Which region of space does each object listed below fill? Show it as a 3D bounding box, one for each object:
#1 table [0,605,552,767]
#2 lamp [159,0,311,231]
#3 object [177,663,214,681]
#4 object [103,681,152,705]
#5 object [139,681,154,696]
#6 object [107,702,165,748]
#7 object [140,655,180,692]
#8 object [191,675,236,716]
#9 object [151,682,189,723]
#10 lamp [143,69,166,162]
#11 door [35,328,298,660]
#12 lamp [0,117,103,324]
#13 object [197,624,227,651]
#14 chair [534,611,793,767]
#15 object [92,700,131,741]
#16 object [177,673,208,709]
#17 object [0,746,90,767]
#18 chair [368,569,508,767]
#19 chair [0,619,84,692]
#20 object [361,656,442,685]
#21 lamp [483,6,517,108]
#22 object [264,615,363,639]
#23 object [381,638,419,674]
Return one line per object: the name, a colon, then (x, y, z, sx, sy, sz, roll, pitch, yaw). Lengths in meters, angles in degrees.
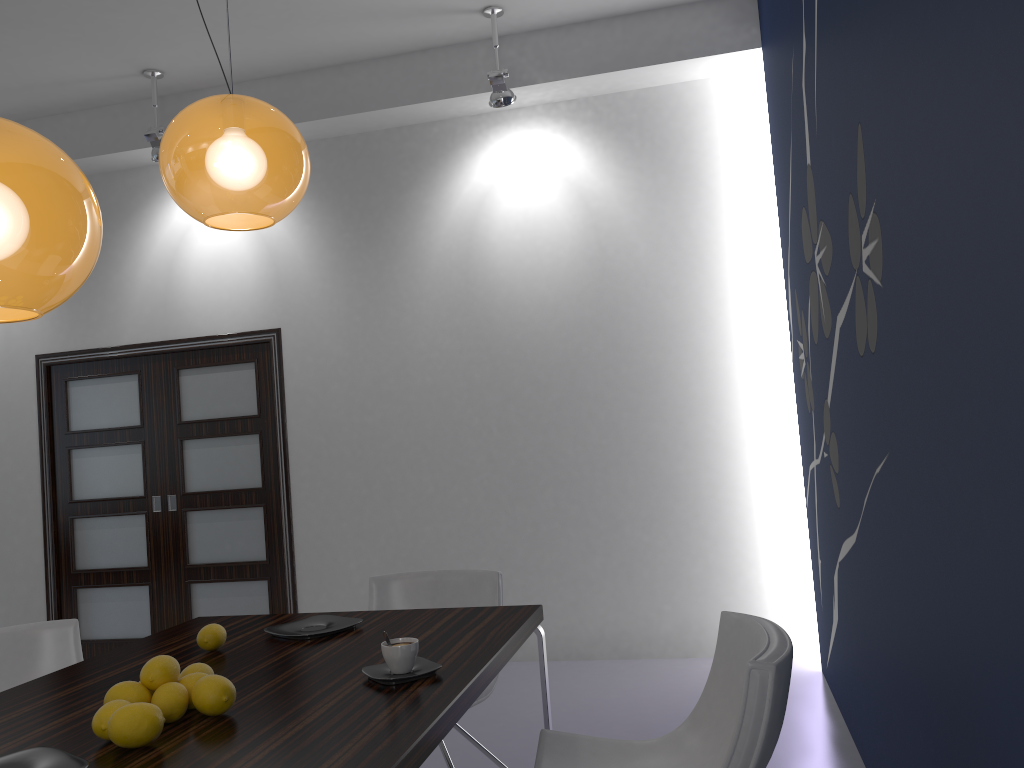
table: (-0.650, 1.043, 1.704, 1.127, 0.783, 2.046, -5, -4, 12)
lamp: (-0.734, -1.216, 2.236, 0.359, 1.645, 0.358, -6, -4, 23)
object: (-0.668, 0.627, 1.877, 0.070, 0.068, 0.083, -5, -4, 16)
object: (-0.744, 0.618, 1.721, 0.094, 0.080, 0.076, -5, -4, 14)
object: (-0.726, 0.628, 1.810, 0.083, 0.068, 0.070, -3, -4, -19)
object: (-0.665, 0.604, 1.570, 0.094, 0.077, 0.079, -4, -4, -14)
object: (-0.700, 0.577, 1.768, 0.070, 0.068, 0.083, -5, -4, 16)
object: (-0.582, 0.607, 1.730, 0.079, 0.077, 0.094, -2, -4, -34)
object: (-0.661, 0.615, 1.712, 0.069, 0.071, 0.081, -4, -4, -11)
lamp: (-2.019, -1.515, 5.064, 0.150, 0.511, 0.185, -5, -4, 12)
door: (-2.184, 0.760, 5.697, 1.764, 2.061, 0.220, -5, -4, 12)
lamp: (-0.897, -1.087, 1.427, 0.358, 1.974, 0.359, -5, -4, 17)
object: (-0.784, 0.663, 2.319, 0.070, 0.068, 0.083, -5, -4, 16)
chair: (0.342, 0.973, 1.999, 0.620, 0.805, 0.508, -5, -3, 7)
object: (-0.728, 0.617, 1.626, 0.070, 0.068, 0.083, -5, -4, 16)
object: (-0.643, 0.620, 1.792, 0.083, 0.068, 0.070, -3, -4, -19)
object: (-0.821, 0.638, 1.422, 0.232, 0.020, 0.232, -7, -5, 41)
chair: (-0.301, 1.086, 3.046, 0.508, 0.805, 0.620, -5, -4, 12)
chair: (-1.433, 1.143, 2.545, 0.508, 0.805, 0.620, -1, -5, -43)
object: (-0.239, 0.623, 1.922, 0.154, 0.020, 0.154, -2, -4, -33)
lamp: (-0.073, -1.691, 4.639, 0.150, 0.511, 0.185, -5, -4, 12)
object: (-0.554, 0.681, 2.478, 0.232, 0.020, 0.232, -7, -5, 41)
object: (-0.249, 0.593, 1.930, 0.101, 0.064, 0.081, -7, -4, 37)
